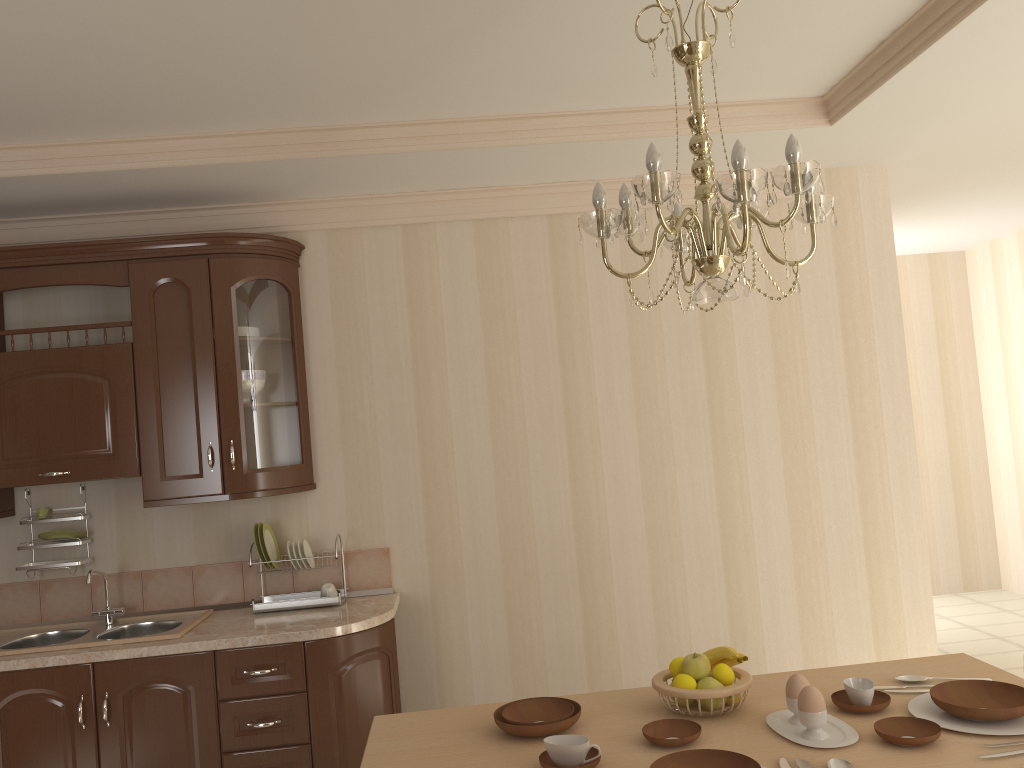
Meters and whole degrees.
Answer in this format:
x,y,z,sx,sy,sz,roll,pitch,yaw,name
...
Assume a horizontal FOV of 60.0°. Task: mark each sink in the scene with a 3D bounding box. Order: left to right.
x,y,z,sx,sy,sz,roll,pitch,yaw,name
-1.725,0.884,3.307,1.077,0.348,0.448,-5,-3,-4,sink

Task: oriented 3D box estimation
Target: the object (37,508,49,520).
x,y,z,sx,sy,sz,roll,pitch,yaw,name
-1.886,0.522,3.567,0.044,0.051,0.049,-3,-3,-36,object

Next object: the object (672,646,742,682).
x,y,z,sx,sy,sz,roll,pitch,yaw,name
0.478,0.678,2.143,0.184,0.085,0.066,-7,-3,34,object

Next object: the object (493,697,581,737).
x,y,z,sx,sy,sz,roll,pitch,yaw,name
0.060,0.778,2.053,0.204,0.042,0.204,-7,-3,35,object

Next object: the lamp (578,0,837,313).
x,y,z,sx,sy,sz,roll,pitch,yaw,name
0.400,-0.662,1.945,0.502,0.982,0.501,-3,-3,-34,lamp

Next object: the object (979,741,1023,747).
x,y,z,sx,sy,sz,roll,pitch,yaw,name
1.024,0.697,1.736,0.218,0.008,0.022,-5,-3,-2,object

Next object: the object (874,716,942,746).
x,y,z,sx,sy,sz,roll,pitch,yaw,name
0.804,0.710,1.801,0.127,0.026,0.126,-4,-3,-13,object

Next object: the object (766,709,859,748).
x,y,z,sx,sy,sz,roll,pitch,yaw,name
0.641,0.738,1.901,0.157,0.005,0.245,-4,-3,-7,object

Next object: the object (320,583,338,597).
x,y,z,sx,sy,sz,roll,pitch,yaw,name
-0.739,0.841,3.589,0.073,0.072,0.085,-3,-4,-40,object

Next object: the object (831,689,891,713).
x,y,z,sx,sy,sz,roll,pitch,yaw,name
0.790,0.721,2.005,0.127,0.026,0.126,-4,-3,-13,object

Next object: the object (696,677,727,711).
x,y,z,sx,sy,sz,roll,pitch,yaw,name
0.459,0.716,2.050,0.072,0.076,0.074,-3,-3,-29,object

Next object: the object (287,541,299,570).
x,y,z,sx,sy,sz,roll,pitch,yaw,name
-0.877,0.686,3.548,0.034,0.119,0.123,-5,-3,-4,object

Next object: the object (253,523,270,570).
x,y,z,sx,sy,sz,roll,pitch,yaw,name
-0.999,0.649,3.544,0.047,0.188,0.193,-5,-3,-3,object

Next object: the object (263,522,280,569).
x,y,z,sx,sy,sz,roll,pitch,yaw,name
-0.962,0.646,3.546,0.047,0.188,0.193,-5,-3,-3,object

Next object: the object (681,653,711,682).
x,y,z,sx,sy,sz,roll,pitch,yaw,name
0.434,0.669,2.091,0.069,0.061,0.068,-5,-3,12,object

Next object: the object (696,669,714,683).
x,y,z,sx,sy,sz,roll,pitch,yaw,name
0.470,0.719,2.124,0.076,0.065,0.077,-3,-3,-28,object

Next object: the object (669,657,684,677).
x,y,z,sx,sy,sz,roll,pitch,yaw,name
0.404,0.682,2.134,0.047,0.046,0.054,-7,-4,37,object

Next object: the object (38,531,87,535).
x,y,z,sx,sy,sz,roll,pitch,yaw,name
-1.791,0.603,3.532,0.174,0.051,0.167,-5,-3,-4,object

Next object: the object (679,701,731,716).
x,y,z,sx,sy,sz,roll,pitch,yaw,name
0.455,0.762,2.102,0.128,0.011,0.128,-7,-3,37,object

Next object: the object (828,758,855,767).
x,y,z,sx,sy,sz,roll,pitch,yaw,name
0.615,0.724,1.606,0.047,0.011,0.219,-5,-3,5,object

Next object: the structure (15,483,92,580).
x,y,z,sx,sy,sz,roll,pitch,yaw,name
-1.837,0.589,3.545,0.256,0.361,0.131,-5,-3,-4,structure

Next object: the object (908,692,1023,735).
x,y,z,sx,sy,sz,roll,pitch,yaw,name
1.014,0.705,1.907,0.299,0.009,0.299,-4,-3,-25,object

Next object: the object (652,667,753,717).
x,y,z,sx,sy,sz,roll,pitch,yaw,name
0.452,0.730,2.104,0.235,0.068,0.235,-7,-4,43,object

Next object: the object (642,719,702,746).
x,y,z,sx,sy,sz,roll,pitch,yaw,name
0.344,0.754,1.906,0.127,0.026,0.126,-3,-4,-39,object

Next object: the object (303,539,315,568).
x,y,z,sx,sy,sz,roll,pitch,yaw,name
-0.814,0.681,3.552,0.034,0.119,0.123,-5,-3,-4,object

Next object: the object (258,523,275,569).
x,y,z,sx,sy,sz,roll,pitch,yaw,name
-0.981,0.647,3.545,0.047,0.188,0.193,-5,-3,-3,object

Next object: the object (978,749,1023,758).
x,y,z,sx,sy,sz,roll,pitch,yaw,name
0.989,0.698,1.693,0.212,0.008,0.018,-4,-3,-10,object

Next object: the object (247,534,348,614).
x,y,z,sx,sy,sz,roll,pitch,yaw,name
-0.853,0.752,3.545,0.359,0.275,0.172,-5,-3,-3,object

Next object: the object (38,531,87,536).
x,y,z,sx,sy,sz,roll,pitch,yaw,name
-1.790,0.605,3.531,0.174,0.051,0.167,-5,-3,-4,object

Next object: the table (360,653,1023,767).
x,y,z,sx,sy,sz,roll,pitch,yaw,name
0.491,1.141,1.845,1.567,0.774,0.900,-5,-3,-4,table

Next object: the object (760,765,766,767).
x,y,z,sx,sy,sz,roll,pitch,yaw,name
0.358,0.747,1.627,0.299,0.009,0.299,-5,-3,-6,object

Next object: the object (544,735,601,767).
x,y,z,sx,sy,sz,roll,pitch,yaw,name
0.123,0.751,1.799,0.119,0.055,0.063,-6,-3,25,object

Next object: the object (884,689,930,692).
x,y,z,sx,sy,sz,roll,pitch,yaw,name
0.989,0.717,2.076,0.221,0.008,0.023,-5,-3,11,object

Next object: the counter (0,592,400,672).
x,y,z,sx,sy,sz,roll,pitch,yaw,name
-1.581,0.908,2.295,2.422,0.034,2.603,-5,-3,-4,counter

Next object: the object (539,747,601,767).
x,y,z,sx,sy,sz,roll,pitch,yaw,name
0.118,0.768,1.800,0.127,0.026,0.126,-6,-3,23,object

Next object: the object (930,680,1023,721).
x,y,z,sx,sy,sz,roll,pitch,yaw,name
1.012,0.687,1.907,0.204,0.042,0.204,-3,-3,-34,object

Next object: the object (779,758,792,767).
x,y,z,sx,sy,sz,roll,pitch,yaw,name
0.527,0.735,1.645,0.023,0.008,0.221,-5,-3,1,object

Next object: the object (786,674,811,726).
x,y,z,sx,sy,sz,roll,pitch,yaw,name
0.633,0.691,1.954,0.058,0.104,0.058,-4,-3,-26,object

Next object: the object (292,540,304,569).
x,y,z,sx,sy,sz,roll,pitch,yaw,name
-0.856,0.685,3.549,0.034,0.119,0.123,-5,-3,-2,object

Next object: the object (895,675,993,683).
x,y,z,sx,sy,sz,roll,pitch,yaw,name
1.043,0.714,2.145,0.219,0.011,0.047,-5,-3,12,object

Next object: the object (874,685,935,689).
x,y,z,sx,sy,sz,roll,pitch,yaw,name
0.959,0.723,2.119,0.216,0.004,0.022,-5,-3,11,object

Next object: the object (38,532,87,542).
x,y,z,sx,sy,sz,roll,pitch,yaw,name
-1.790,0.608,3.530,0.174,0.051,0.167,-5,-3,-4,object

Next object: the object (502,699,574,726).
x,y,z,sx,sy,sz,roll,pitch,yaw,name
0.062,0.773,2.055,0.168,0.034,0.168,-5,-3,7,object

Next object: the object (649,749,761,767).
x,y,z,sx,sy,sz,roll,pitch,yaw,name
0.356,0.729,1.628,0.204,0.042,0.204,-5,-3,-4,object

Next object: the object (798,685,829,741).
x,y,z,sx,sy,sz,roll,pitch,yaw,name
0.631,0.687,1.864,0.058,0.104,0.058,-4,-3,-26,object

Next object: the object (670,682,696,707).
x,y,z,sx,sy,sz,roll,pitch,yaw,name
0.408,0.727,2.098,0.070,0.069,0.068,-5,-3,5,object

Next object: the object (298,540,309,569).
x,y,z,sx,sy,sz,roll,pitch,yaw,name
-0.835,0.683,3.550,0.034,0.119,0.123,-5,-3,-4,object

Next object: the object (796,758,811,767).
x,y,z,sx,sy,sz,roll,pitch,yaw,name
0.563,0.733,1.643,0.022,0.004,0.216,-5,-3,1,object

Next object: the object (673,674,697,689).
x,y,z,sx,sy,sz,roll,pitch,yaw,name
0.401,0.697,2.059,0.055,0.047,0.045,-6,-3,28,object

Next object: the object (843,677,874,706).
x,y,z,sx,sy,sz,roll,pitch,yaw,name
0.789,0.705,2.014,0.063,0.055,0.119,-5,-3,10,object

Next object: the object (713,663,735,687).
x,y,z,sx,sy,sz,roll,pitch,yaw,name
0.496,0.682,2.078,0.051,0.053,0.045,-4,-3,-16,object

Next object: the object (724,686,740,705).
x,y,z,sx,sy,sz,roll,pitch,yaw,name
0.512,0.728,2.078,0.046,0.046,0.055,-6,-3,29,object

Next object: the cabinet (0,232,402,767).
x,y,z,sx,sy,sz,roll,pitch,yaw,name
-1.600,0.556,2.010,2.436,2.313,3.226,-5,-3,-4,cabinet

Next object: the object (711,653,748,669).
x,y,z,sx,sy,sz,roll,pitch,yaw,name
0.499,0.695,2.148,0.176,0.094,0.064,-7,-3,33,object
